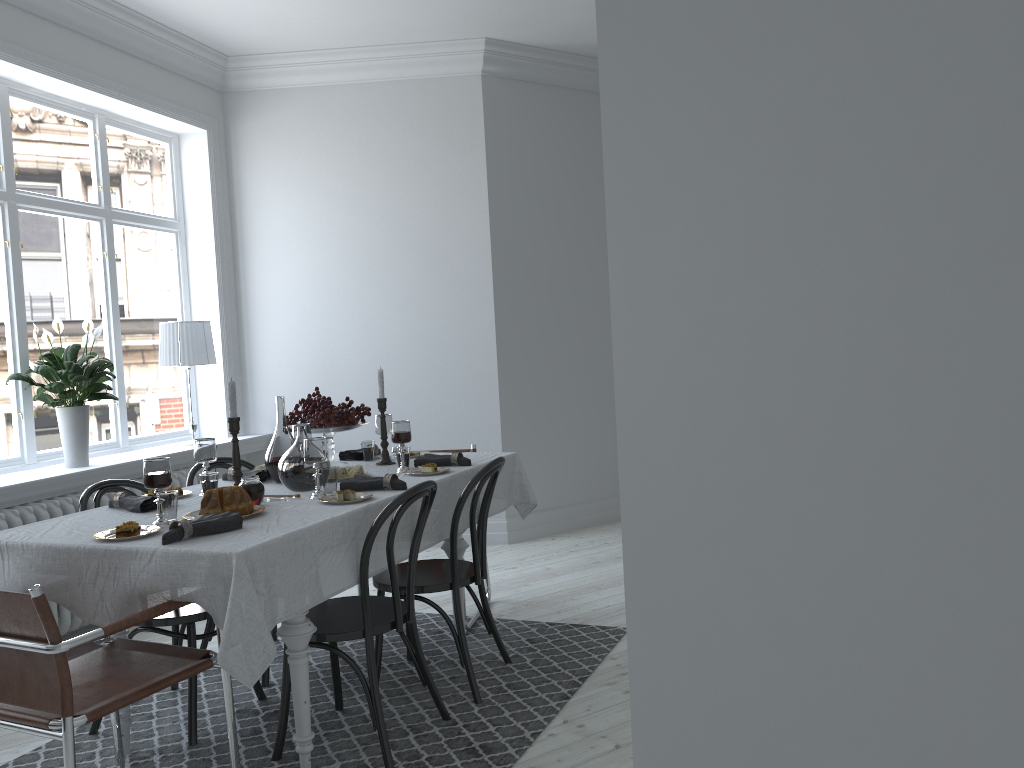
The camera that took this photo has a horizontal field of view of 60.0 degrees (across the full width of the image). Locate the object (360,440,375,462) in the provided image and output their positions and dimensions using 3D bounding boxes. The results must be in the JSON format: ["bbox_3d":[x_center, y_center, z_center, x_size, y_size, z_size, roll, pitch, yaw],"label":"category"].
[{"bbox_3d":[-0.674,0.315,4.155,0.066,0.094,0.066,-1,3,44],"label":"object"}]

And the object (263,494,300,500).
[{"bbox_3d":[-0.837,0.395,3.156,0.167,0.031,0.031,-3,2,0],"label":"object"}]

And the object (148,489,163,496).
[{"bbox_3d":[-1.344,0.414,3.349,0.036,0.039,0.051,-2,3,32],"label":"object"}]

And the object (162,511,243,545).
[{"bbox_3d":[-0.892,0.412,2.586,0.165,0.061,0.247,-3,2,4],"label":"object"}]

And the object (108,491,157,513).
[{"bbox_3d":[-1.335,0.414,3.114,0.247,0.061,0.165,-3,2,4],"label":"object"}]

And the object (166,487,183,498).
[{"bbox_3d":[-1.277,0.408,3.355,0.057,0.041,0.038,-3,2,7],"label":"object"}]

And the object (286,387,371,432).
[{"bbox_3d":[-0.836,0.114,4.072,0.347,0.215,0.318,-2,3,17],"label":"object"}]

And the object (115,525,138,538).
[{"bbox_3d":[-1.135,0.432,2.608,0.057,0.041,0.038,-3,2,-2],"label":"object"}]

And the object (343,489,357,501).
[{"bbox_3d":[-0.560,0.383,3.057,0.021,0.037,0.057,-6,3,-45],"label":"object"}]

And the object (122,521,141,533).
[{"bbox_3d":[-1.146,0.432,2.664,0.051,0.039,0.036,-3,2,5],"label":"object"}]

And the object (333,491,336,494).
[{"bbox_3d":[-0.589,0.393,3.183,0.131,0.012,0.031,-2,3,22],"label":"object"}]

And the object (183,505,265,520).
[{"bbox_3d":[-0.930,0.423,2.870,0.251,0.018,0.251,-5,3,-35],"label":"object"}]

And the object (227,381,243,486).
[{"bbox_3d":[-1.001,0.203,3.204,0.089,0.432,0.089,-4,2,-12],"label":"object"}]

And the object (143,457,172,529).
[{"bbox_3d":[-1.096,0.339,2.752,0.083,0.215,0.083,-5,3,-30],"label":"object"}]

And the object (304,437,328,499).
[{"bbox_3d":[-0.695,0.299,3.157,0.083,0.215,0.083,-5,3,-30],"label":"object"}]

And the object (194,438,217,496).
[{"bbox_3d":[-1.165,0.316,3.379,0.083,0.215,0.083,-5,3,-30],"label":"object"}]

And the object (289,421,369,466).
[{"bbox_3d":[-0.838,0.280,4.073,0.367,0.188,0.367,-3,2,6],"label":"object"}]

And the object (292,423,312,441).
[{"bbox_3d":[-0.909,0.282,3.853,0.083,0.215,0.083,-5,3,-40],"label":"object"}]

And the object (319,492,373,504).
[{"bbox_3d":[-0.573,0.397,3.061,0.182,0.013,0.182,-4,3,-20],"label":"object"}]

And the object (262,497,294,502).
[{"bbox_3d":[-0.856,0.410,3.155,0.150,0.009,0.075,-3,2,0],"label":"object"}]

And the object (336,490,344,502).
[{"bbox_3d":[-0.593,0.385,3.055,0.021,0.037,0.057,-4,3,-17],"label":"object"}]

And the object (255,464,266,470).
[{"bbox_3d":[-1.100,0.376,3.932,0.040,0.039,0.077,-2,3,25],"label":"object"}]

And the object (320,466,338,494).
[{"bbox_3d":[-0.668,0.353,3.254,0.066,0.094,0.066,-1,3,44],"label":"object"}]

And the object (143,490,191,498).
[{"bbox_3d":[-1.309,0.425,3.354,0.182,0.013,0.182,-5,3,-35],"label":"object"}]

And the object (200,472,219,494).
[{"bbox_3d":[-1.112,0.377,3.265,0.066,0.094,0.066,-1,3,44],"label":"object"}]

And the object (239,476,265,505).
[{"bbox_3d":[-0.898,0.370,3.053,0.091,0.101,0.091,-3,2,10],"label":"object"}]

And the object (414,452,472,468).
[{"bbox_3d":[-0.292,0.324,3.870,0.247,0.061,0.165,-3,2,4],"label":"object"}]

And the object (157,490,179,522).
[{"bbox_3d":[-1.105,0.394,2.851,0.066,0.094,0.066,-1,3,44],"label":"object"}]

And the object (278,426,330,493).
[{"bbox_3d":[-0.784,0.281,3.335,0.194,0.245,0.194,-1,3,38],"label":"object"}]

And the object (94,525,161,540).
[{"bbox_3d":[-1.142,0.446,2.637,0.182,0.013,0.182,-5,3,-35],"label":"object"}]

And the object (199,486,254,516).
[{"bbox_3d":[-0.922,0.381,2.865,0.164,0.105,0.191,-4,3,-16],"label":"object"}]
